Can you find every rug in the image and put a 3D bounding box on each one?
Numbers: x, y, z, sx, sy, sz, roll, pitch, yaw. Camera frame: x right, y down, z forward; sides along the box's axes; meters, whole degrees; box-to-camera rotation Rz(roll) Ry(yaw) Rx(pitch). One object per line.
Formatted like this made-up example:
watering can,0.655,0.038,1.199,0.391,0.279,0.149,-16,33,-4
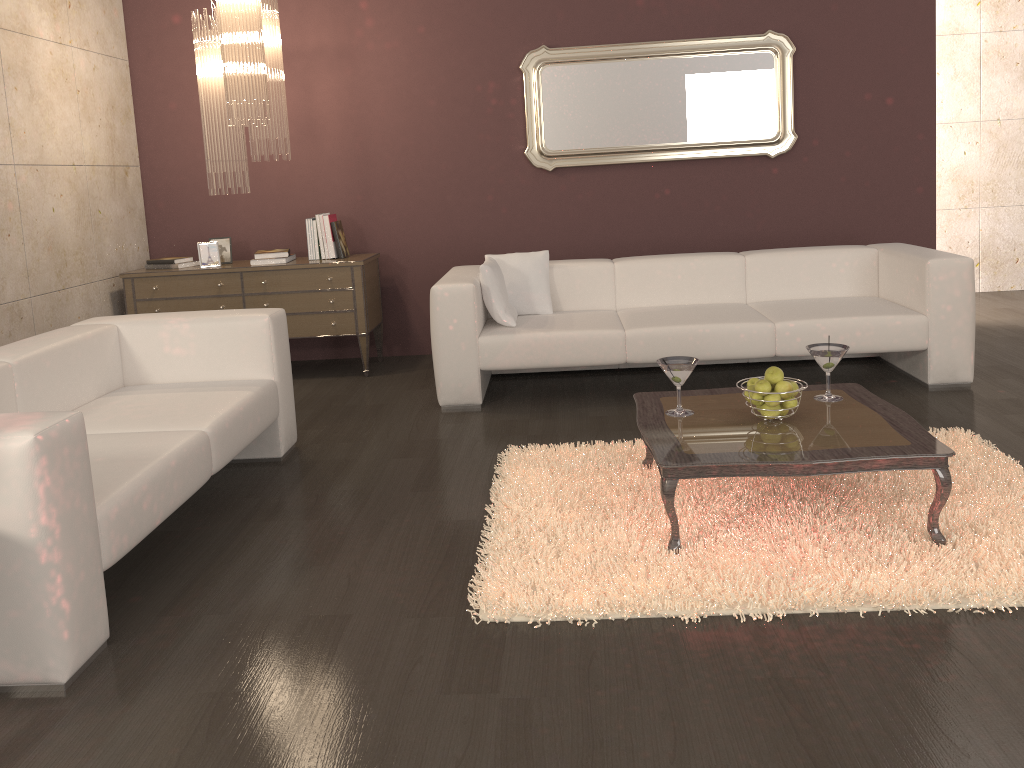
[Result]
rug,0.890,0.413,3.038,1.996,0.066,1.540,-3,13,3

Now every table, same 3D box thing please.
table,0.897,0.266,3.035,0.913,0.298,0.923,-3,13,2

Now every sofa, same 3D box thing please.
sofa,0.979,-0.370,4.926,2.780,0.641,0.962,-3,11,3
sofa,-1.518,0.208,3.125,0.942,0.639,2.068,-3,13,3

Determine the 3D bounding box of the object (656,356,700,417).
object,0.593,-0.002,3.133,0.151,0.213,0.154,-4,9,-4

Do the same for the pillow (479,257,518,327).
pillow,-0.074,-0.509,4.830,0.186,0.352,0.383,-3,10,2

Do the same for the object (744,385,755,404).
object,0.826,0.037,3.003,0.066,0.065,0.066,-9,12,-29

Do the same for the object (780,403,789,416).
object,0.919,0.087,2.997,0.044,0.043,0.043,-2,10,7

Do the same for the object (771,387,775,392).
object,0.911,0.028,3.041,0.061,0.061,0.062,-10,12,-31

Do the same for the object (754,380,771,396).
object,0.835,0.013,2.932,0.053,0.050,0.054,-3,10,4

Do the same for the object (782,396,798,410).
object,0.932,0.063,2.956,0.051,0.047,0.052,-4,11,-2

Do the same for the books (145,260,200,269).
books,-2.191,-0.771,5.690,0.275,0.031,0.205,2,14,23

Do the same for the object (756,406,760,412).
object,0.868,0.076,3.029,0.055,0.054,0.056,-1,11,14

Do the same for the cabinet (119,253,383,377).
cabinet,-1.634,-0.419,5.692,1.527,0.719,0.541,-3,9,3

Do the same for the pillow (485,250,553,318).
pillow,0.038,-0.578,5.090,0.376,0.356,0.172,-3,8,2

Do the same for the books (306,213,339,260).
books,-1.208,-0.951,5.660,0.178,0.285,0.208,-3,9,3

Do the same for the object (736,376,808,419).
object,0.884,0.059,2.992,0.236,0.117,0.235,-14,16,-40

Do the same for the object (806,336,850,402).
object,1.151,-0.053,3.209,0.152,0.213,0.153,-7,10,-21

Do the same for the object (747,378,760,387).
object,0.841,0.006,3.047,0.054,0.054,0.054,-10,12,-34

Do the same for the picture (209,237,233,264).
picture,-1.893,-0.865,5.720,0.141,0.169,0.079,-5,8,-12

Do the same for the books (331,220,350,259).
books,-1.103,-0.929,5.654,0.068,0.233,0.175,-3,9,4

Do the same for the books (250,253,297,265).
books,-1.522,-0.797,5.627,0.224,0.035,0.314,-4,13,-1

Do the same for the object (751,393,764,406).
object,0.825,0.050,2.956,0.045,0.045,0.045,-4,10,-5

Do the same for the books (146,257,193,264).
books,-2.200,-0.794,5.666,0.232,0.027,0.173,2,14,23

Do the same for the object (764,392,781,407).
object,0.865,0.051,2.925,0.053,0.050,0.054,-2,11,7

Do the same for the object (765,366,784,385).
object,0.886,-0.028,2.974,0.062,0.063,0.063,-3,10,3

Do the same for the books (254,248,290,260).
books,-1.533,-0.834,5.639,0.211,0.033,0.294,-6,14,-11

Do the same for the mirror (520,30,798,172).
mirror,0.953,-1.841,5.747,1.781,0.812,0.047,-3,7,3

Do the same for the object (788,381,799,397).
object,0.943,0.019,2.997,0.062,0.054,0.062,-4,11,-3

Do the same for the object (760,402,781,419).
object,0.870,0.085,2.965,0.068,0.062,0.069,-13,14,-41

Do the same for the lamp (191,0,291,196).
lamp,-1.509,-2.477,4.859,0.486,2.792,0.490,3,9,40

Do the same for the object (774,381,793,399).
object,0.910,0.020,2.943,0.063,0.060,0.057,-9,11,-27

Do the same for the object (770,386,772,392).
object,0.854,0.016,2.974,0.045,0.043,0.046,-8,12,-25

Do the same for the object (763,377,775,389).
object,0.883,-0.005,3.024,0.045,0.048,0.051,0,11,18

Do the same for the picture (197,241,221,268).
picture,-1.909,-0.816,5.551,0.129,0.154,0.051,-8,9,-26
